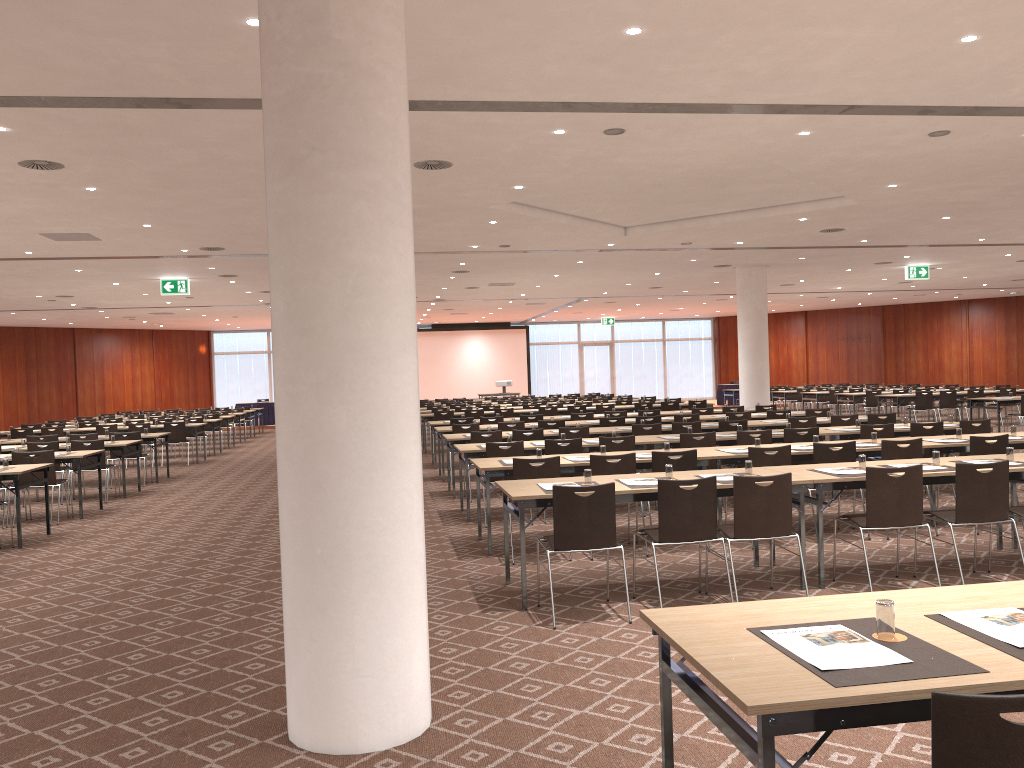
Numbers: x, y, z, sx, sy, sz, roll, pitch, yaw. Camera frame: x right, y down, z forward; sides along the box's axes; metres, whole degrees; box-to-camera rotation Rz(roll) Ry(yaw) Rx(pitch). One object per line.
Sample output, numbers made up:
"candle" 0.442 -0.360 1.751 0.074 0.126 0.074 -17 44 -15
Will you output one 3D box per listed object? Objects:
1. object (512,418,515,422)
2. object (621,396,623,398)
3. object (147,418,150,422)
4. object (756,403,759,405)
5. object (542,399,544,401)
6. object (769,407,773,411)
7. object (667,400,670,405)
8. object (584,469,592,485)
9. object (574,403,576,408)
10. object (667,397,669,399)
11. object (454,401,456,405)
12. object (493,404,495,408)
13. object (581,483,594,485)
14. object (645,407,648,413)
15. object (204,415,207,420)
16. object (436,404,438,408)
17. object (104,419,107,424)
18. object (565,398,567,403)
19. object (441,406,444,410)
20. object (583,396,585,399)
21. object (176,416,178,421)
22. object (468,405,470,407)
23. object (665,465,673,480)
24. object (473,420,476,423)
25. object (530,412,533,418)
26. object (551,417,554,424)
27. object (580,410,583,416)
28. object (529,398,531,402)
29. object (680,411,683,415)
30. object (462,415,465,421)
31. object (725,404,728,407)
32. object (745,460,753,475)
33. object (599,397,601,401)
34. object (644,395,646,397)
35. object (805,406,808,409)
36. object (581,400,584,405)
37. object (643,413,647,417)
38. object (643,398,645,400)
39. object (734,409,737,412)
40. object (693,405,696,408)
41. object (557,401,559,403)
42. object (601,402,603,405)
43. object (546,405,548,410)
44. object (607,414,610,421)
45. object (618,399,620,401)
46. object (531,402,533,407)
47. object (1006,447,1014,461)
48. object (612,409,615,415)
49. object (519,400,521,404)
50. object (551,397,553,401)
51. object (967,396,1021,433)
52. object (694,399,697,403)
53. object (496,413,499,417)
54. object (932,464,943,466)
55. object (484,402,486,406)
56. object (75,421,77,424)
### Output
"object" 0.025 0.630 14.802 0.054 0.114 0.054 -2 1 3
"object" 3.093 0.398 24.867 0.054 0.114 0.054 -1 1 25
"object" -8.640 0.857 21.091 0.054 0.114 0.054 -3 2 -42
"object" 4.866 0.426 17.548 0.054 0.114 0.054 -2 1 -20
"object" 0.852 0.481 24.517 0.054 0.114 0.054 -1 1 25
"object" 4.517 0.464 15.463 0.054 0.114 0.054 -3 2 -42
"object" 3.690 0.426 20.904 0.054 0.114 0.054 -1 1 25
"object" 0.582 0.709 6.785 0.054 0.114 0.054 -3 2 -42
"object" 1.458 0.508 20.573 0.054 0.114 0.054 -3 2 -42
"object" 4.033 0.388 22.978 0.054 0.114 0.054 -3 2 -42
"object" -1.677 0.550 26.163 0.054 0.114 0.054 -1 1 25
"object" -0.456 0.554 22.312 0.054 0.114 0.054 -3 2 -42
"object" 0.581 0.767 6.783 0.102 0.001 0.102 -3 1 -42
"object" 2.613 0.509 17.202 0.054 0.114 0.054 -2 1 -20
"object" -7.352 0.809 21.267 0.054 0.114 0.054 -3 2 -42
"object" -2.028 0.588 24.090 0.054 0.114 0.054 -3 2 -42
"object" -9.603 0.893 20.940 0.054 0.114 0.054 -1 1 25
"object" 1.491 0.457 24.622 0.054 0.114 0.054 -1 1 25
"object" -1.731 0.601 22.123 0.054 0.114 0.054 -3 2 -42
"object" 2.168 0.407 26.744 0.054 0.114 0.054 -1 1 25
"object" -8.000 0.833 21.185 0.054 0.114 0.054 -3 2 -42
"object" -1.082 0.578 22.208 0.054 0.114 0.054 -3 2 -42
"object" 1.221 0.685 6.896 0.054 0.114 0.054 -1 1 25
"object" -0.621 0.654 14.709 0.054 0.114 0.054 -1 1 25
"object" 0.378 0.592 16.879 0.054 0.114 0.054 -1 1 25
"object" 0.675 0.606 14.888 0.054 0.114 0.054 -2 1 3
"object" 1.332 0.557 17.018 0.054 0.114 0.054 -2 1 -20
"object" 0.548 0.467 26.505 0.054 0.114 0.054 -1 1 25
"object" 2.914 0.523 15.227 0.054 0.114 0.054 -1 1 25
"object" -0.920 0.640 16.671 0.054 0.114 0.054 -2 1 -20
"object" 4.219 0.450 17.456 0.054 0.114 0.054 -1 1 25
"object" 1.867 0.661 6.993 0.054 0.114 0.054 -3 2 -42
"object" 2.465 0.421 24.771 0.054 0.114 0.054 -1 1 25
"object" 3.737 0.374 24.952 0.054 0.114 0.054 -3 2 -42
"object" 5.164 0.440 15.561 0.054 0.114 0.054 -1 1 25
"object" 1.797 0.471 22.643 0.054 0.114 0.054 -3 2 -42
"object" 2.271 0.547 15.135 0.054 0.114 0.054 -1 1 25
"object" 3.405 0.411 22.889 0.054 0.114 0.054 -1 1 25
"object" 3.870 0.488 15.372 0.054 0.114 0.054 -3 2 -42
"object" 3.572 0.474 17.351 0.054 0.114 0.054 -2 1 3
"object" 1.162 0.495 22.545 0.054 0.114 0.054 -3 2 -42
"object" 2.093 0.485 20.665 0.054 0.114 0.054 -3 2 -42
"object" 0.813 0.532 20.466 0.054 0.114 0.054 -3 2 -42
"object" 1.632 0.570 15.044 0.054 0.114 0.054 -1 1 25
"object" 2.757 0.436 22.780 0.054 0.114 0.054 -1 1 25
"object" 0.506 0.519 22.456 0.054 0.114 0.054 -3 2 -42
"object" 4.107 0.579 7.311 0.054 0.114 0.054 -3 2 -42
"object" 1.964 0.533 17.108 0.054 0.114 0.054 -2 1 -20
"object" 0.216 0.505 24.425 0.054 0.114 0.054 -1 1 25
"object" 1.198 0.443 26.598 0.054 0.114 0.054 -1 1 25
"object" 10.822 0.682 18.489 2.267 0.833 0.953 -2 1 -9
"object" 4.345 0.402 20.998 0.054 0.114 0.054 -3 2 -42
"object" -0.267 0.616 16.775 0.054 0.114 0.054 -2 1 3
"object" 3.471 0.659 7.228 0.102 0.001 0.102 -3 1 -42
"object" -0.739 0.540 24.286 0.054 0.114 0.054 -1 1 25
"object" -10.246 0.916 20.846 0.054 0.114 0.054 -1 1 25
